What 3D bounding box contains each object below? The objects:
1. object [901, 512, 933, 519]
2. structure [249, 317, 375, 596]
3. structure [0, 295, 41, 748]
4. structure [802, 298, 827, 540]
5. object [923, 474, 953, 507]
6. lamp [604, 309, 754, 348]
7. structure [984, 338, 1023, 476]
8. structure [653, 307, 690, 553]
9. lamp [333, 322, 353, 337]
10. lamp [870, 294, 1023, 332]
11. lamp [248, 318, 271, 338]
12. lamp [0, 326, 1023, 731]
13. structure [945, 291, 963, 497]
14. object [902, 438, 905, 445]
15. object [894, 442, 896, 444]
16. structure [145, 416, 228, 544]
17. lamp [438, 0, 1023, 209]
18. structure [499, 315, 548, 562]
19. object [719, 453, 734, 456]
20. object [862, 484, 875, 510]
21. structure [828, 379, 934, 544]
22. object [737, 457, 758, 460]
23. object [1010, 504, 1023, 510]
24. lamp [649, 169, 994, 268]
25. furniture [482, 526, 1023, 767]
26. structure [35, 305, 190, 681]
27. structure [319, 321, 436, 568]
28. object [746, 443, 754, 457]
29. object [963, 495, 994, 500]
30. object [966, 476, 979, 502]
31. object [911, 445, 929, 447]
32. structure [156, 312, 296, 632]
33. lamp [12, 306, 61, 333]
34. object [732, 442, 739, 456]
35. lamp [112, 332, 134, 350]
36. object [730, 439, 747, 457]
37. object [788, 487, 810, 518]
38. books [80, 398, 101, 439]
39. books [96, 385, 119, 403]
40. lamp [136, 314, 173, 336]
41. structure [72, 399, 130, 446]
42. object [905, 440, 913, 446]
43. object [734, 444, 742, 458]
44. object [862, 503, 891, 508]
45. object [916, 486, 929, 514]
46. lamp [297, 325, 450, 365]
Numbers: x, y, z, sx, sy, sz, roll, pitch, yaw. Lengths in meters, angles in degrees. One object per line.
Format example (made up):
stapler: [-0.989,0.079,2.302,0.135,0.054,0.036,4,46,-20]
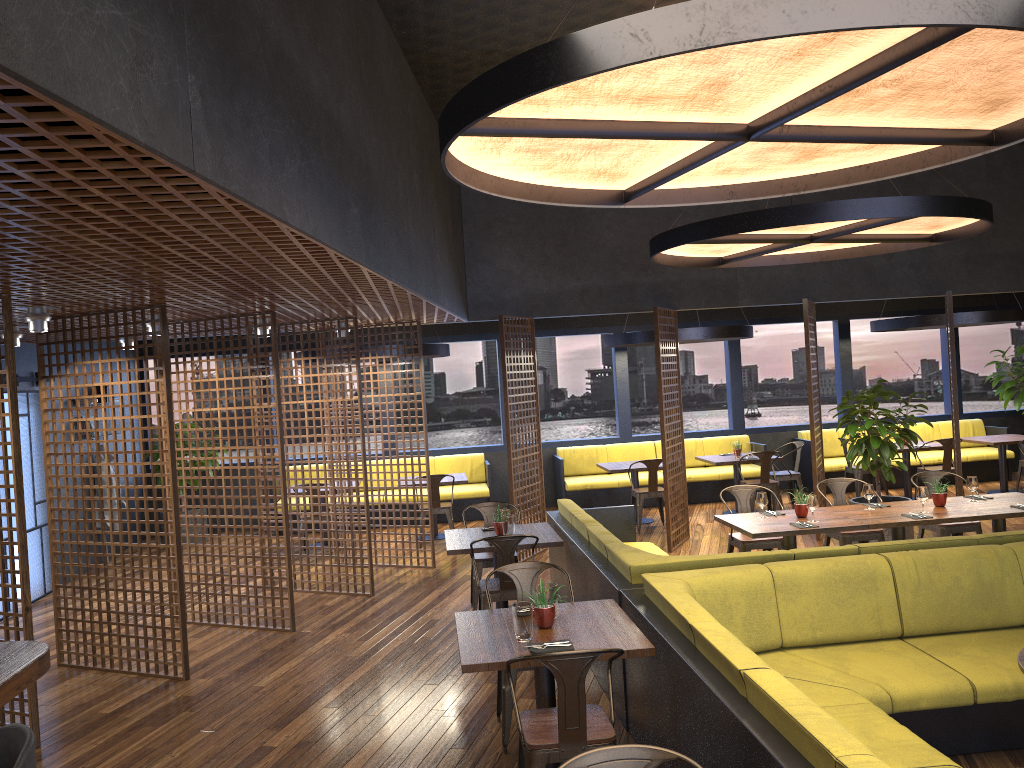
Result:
object: [3.134,1.020,6.888,0.157,0.019,0.255,-4,1,-5]
structure: [-2.022,0.733,8.841,1.319,2.700,0.050,-3,1,25]
structure: [-3.517,0.856,5.557,1.319,2.700,0.050,-3,1,25]
structure: [3.516,0.383,10.267,0.050,2.700,0.852,-3,1,25]
object: [3.485,0.865,7.252,0.238,0.271,0.260,-3,1,16]
lamp: [2.182,-1.644,12.004,1.979,2.172,1.979,-3,1,40]
structure: [8.126,0.329,13.594,1.493,2.184,1.272,-4,1,-5]
structure: [1.827,0.487,10.105,0.050,2.700,0.852,-3,1,25]
lamp: [-1.793,-0.567,9.394,0.228,0.172,0.228,-4,1,-5]
lamp: [6.005,-1.882,12.370,1.979,2.172,1.979,-4,1,-20]
lamp: [-2.332,-0.523,8.281,0.228,0.172,0.228,-4,1,-5]
lamp: [0.389,0.603,6.497,9.057,2.714,3.017,-4,1,-5]
structure: [5.205,0.279,10.429,0.050,2.700,0.852,-3,1,25]
object: [5.390,0.701,12.180,0.238,0.271,0.260,-3,1,16]
object: [5.374,0.826,12.514,0.255,0.019,0.157,-4,1,-6]
structure: [-4.572,1.324,12.461,1.166,1.763,0.993,-4,1,-35]
lamp: [1.025,-1.801,3.991,2.778,1.475,2.778,-3,1,-1]
structure: [0.137,0.592,9.943,0.050,2.700,0.852,-3,1,25]
object: [3.009,0.971,12.289,0.255,0.019,0.157,-4,1,-6]
object: [2.946,0.933,7.324,0.097,0.206,0.097,-3,1,40]
structure: [3.960,0.832,9.658,1.166,1.763,0.993,-4,1,-35]
object: [3.080,0.974,11.629,0.255,0.019,0.157,-4,1,-6]
object: [4.037,0.964,6.975,0.157,0.019,0.255,-4,1,-5]
lamp: [2.560,-1.930,7.696,2.778,1.475,2.778,-4,1,-5]
furniture: [2.825,1.378,4.315,4.895,0.914,7.462,-4,1,-10]
structure: [-3.018,0.815,6.651,1.319,2.700,0.050,-3,1,25]
structure: [-1.523,0.693,9.936,1.319,2.700,0.050,-3,1,25]
object: [3.202,0.884,11.897,0.102,0.178,0.102,-4,1,-20]
object: [3.975,0.962,7.537,0.157,0.019,0.255,-4,1,-5]
object: [3.849,0.877,7.411,0.097,0.206,0.097,-3,1,40]
object: [5.444,0.828,11.854,0.255,0.019,0.157,-4,1,-6]
structure: [-2.520,0.774,7.746,1.319,2.700,0.050,-3,1,25]
lamp: [-3.266,-0.445,6.107,0.228,0.172,0.228,-4,1,-5]
object: [3.070,0.889,12.135,0.102,0.178,0.102,-4,1,-20]
lamp: [-3.896,-0.435,8.990,0.228,0.172,0.228,-4,1,-5]
object: [3.048,0.846,11.960,0.238,0.271,0.260,-3,1,16]
object: [2.318,0.937,7.140,0.238,0.271,0.260,-3,1,16]
books: [-5.120,0.409,10.705,0.223,0.489,0.286,-4,1,-14]
books: [-5.210,0.120,11.372,0.177,0.245,0.450,-4,1,-5]
lamp: [-2.893,-0.478,7.196,0.228,0.172,0.228,-4,1,-5]
structure: [-5.119,0.479,11.148,0.293,0.563,1.220,-4,1,-5]
object: [5.373,0.751,12.006,0.102,0.178,0.102,-4,1,-20]
object: [3.009,0.896,11.781,0.102,0.178,0.102,-4,1,-20]
object: [3.072,1.018,7.451,0.157,0.019,0.255,-4,1,-5]
object: [3.249,0.917,7.013,0.097,0.206,0.097,-3,1,40]
lamp: [-1.868,-1.395,11.616,1.979,2.172,1.979,-3,1,1]
